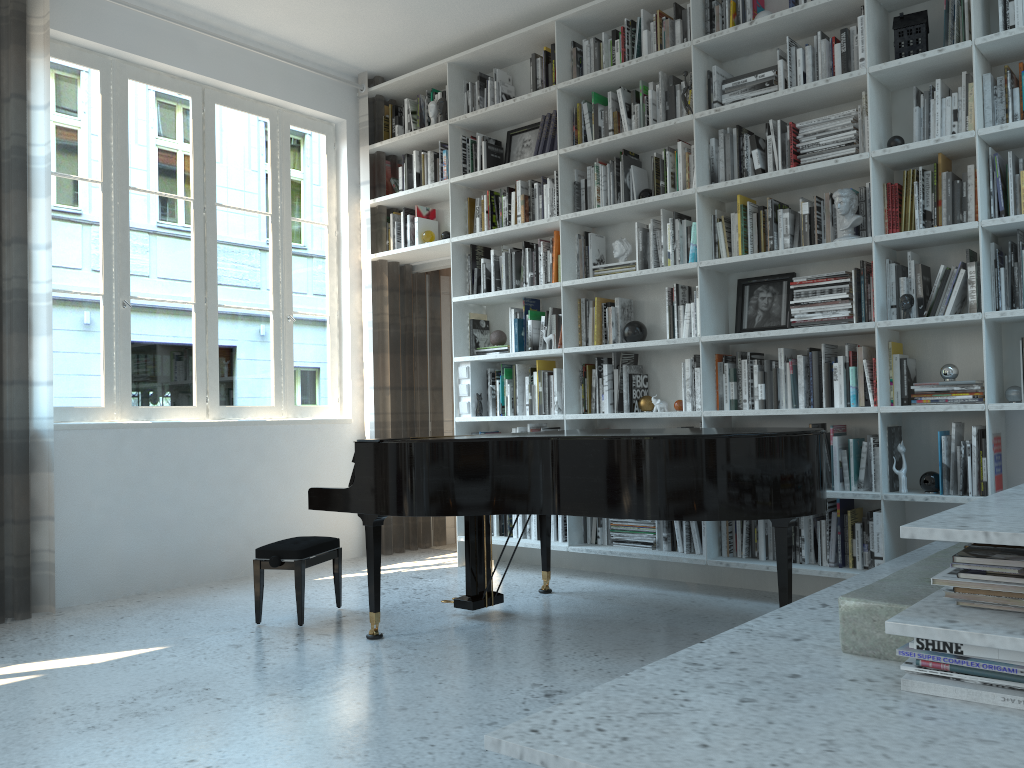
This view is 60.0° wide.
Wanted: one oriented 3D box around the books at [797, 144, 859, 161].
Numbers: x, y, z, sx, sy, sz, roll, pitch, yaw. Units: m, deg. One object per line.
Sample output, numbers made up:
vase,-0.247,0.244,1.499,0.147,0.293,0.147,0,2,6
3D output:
books,1.501,-1.070,4.146,0.285,0.012,0.159,-3,-3,37

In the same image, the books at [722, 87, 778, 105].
books,1.208,-1.408,4.395,0.285,0.012,0.159,-3,-3,37

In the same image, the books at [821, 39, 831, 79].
books,1.491,-1.469,4.137,0.023,0.223,0.190,-3,-2,40

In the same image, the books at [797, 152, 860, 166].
books,1.506,-1.033,4.149,0.285,0.012,0.159,-3,-3,41

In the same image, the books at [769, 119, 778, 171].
books,1.310,-1.125,4.307,0.049,0.291,0.162,-3,-2,40

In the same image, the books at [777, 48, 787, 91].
books,1.323,-1.475,4.292,0.012,0.254,0.161,-3,-2,40

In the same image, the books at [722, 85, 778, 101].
books,1.210,-1.420,4.398,0.285,0.012,0.159,-3,-3,38

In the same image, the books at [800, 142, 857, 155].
books,1.503,-1.082,4.148,0.254,0.012,0.161,-3,-3,42

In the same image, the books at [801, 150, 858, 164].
books,1.506,-1.046,4.150,0.254,0.012,0.161,-3,-3,40

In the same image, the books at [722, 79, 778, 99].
books,1.206,-1.438,4.392,0.159,0.024,0.285,1,-3,-45

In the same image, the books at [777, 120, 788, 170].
books,1.328,-1.116,4.273,0.021,0.269,0.191,-3,-2,40

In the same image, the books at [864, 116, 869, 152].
books,1.647,-1.098,4.025,0.030,0.198,0.172,-3,-2,40

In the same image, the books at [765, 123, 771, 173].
books,1.274,-1.120,4.343,0.022,0.285,0.130,-3,-2,40

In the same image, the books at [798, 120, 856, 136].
books,1.496,-1.179,4.146,0.161,0.012,0.254,1,-3,-45

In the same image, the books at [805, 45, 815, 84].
books,1.438,-1.464,4.194,0.028,0.219,0.183,-3,-2,40

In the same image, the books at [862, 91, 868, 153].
books,1.631,-1.157,4.042,0.012,0.319,0.140,-3,-2,40

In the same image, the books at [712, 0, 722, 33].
books,1.070,-1.814,4.523,0.023,0.228,0.157,-3,-2,40

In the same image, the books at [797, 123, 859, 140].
books,1.502,-1.167,4.152,0.285,0.012,0.159,-3,-3,39

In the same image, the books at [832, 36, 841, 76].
books,1.525,-1.474,4.117,0.012,0.230,0.158,-3,-2,40

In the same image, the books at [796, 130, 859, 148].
books,1.500,-1.130,4.148,0.285,0.012,0.159,-3,-3,43

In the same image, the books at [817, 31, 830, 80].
books,1.479,-1.491,4.159,0.023,0.269,0.185,-3,-2,40

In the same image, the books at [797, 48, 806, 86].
books,1.406,-1.461,4.218,0.027,0.216,0.190,-3,-2,40

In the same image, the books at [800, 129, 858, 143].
books,1.500,-1.142,4.148,0.254,0.012,0.161,-3,-3,37

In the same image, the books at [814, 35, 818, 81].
books,1.472,-1.492,4.192,0.029,0.273,0.140,-3,-2,40

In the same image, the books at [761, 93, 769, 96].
books,1.206,-1.384,4.392,0.161,0.012,0.254,1,-3,-45

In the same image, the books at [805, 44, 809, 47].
books,1.429,-1.475,4.215,0.012,0.244,0.131,-3,-2,40

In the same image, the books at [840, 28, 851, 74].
books,1.560,-1.486,4.081,0.032,0.248,0.173,-3,-2,40

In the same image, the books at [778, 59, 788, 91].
books,1.335,-1.442,4.276,0.025,0.187,0.193,-3,-2,40

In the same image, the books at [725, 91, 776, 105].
books,1.209,-1.396,4.395,0.254,0.012,0.161,-3,-3,37

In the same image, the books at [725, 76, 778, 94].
books,1.207,-1.462,4.394,0.254,0.025,0.161,-3,-3,36

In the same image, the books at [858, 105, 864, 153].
books,1.612,-1.124,4.037,0.012,0.254,0.161,-3,-2,40

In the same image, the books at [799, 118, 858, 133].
books,1.500,-1.193,4.151,0.254,0.012,0.161,-3,-3,42

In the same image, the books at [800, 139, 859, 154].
books,1.502,-1.094,4.148,0.254,0.012,0.161,-3,-3,38

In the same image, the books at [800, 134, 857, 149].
books,1.503,-1.118,4.151,0.254,0.012,0.161,-3,-3,41

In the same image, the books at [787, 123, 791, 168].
books,1.365,-1.106,4.251,0.015,0.245,0.183,-3,-2,40

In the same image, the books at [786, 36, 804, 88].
books,1.358,-1.493,4.241,0.011,0.284,0.190,-3,-2,40

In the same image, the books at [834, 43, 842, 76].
books,1.539,-1.454,4.100,0.029,0.188,0.176,-3,-2,40

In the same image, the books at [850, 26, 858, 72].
books,1.593,-1.493,4.074,0.029,0.261,0.133,-3,-2,40

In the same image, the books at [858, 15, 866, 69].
books,1.613,-1.486,3.966,0.037,0.237,0.272,-3,-2,40

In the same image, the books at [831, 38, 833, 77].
books,1.520,-1.474,4.129,0.010,0.230,0.152,-3,-2,40

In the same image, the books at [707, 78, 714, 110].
books,1.048,-1.433,4.513,0.027,0.201,0.167,-3,-2,40

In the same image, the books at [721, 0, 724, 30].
books,1.103,-1.873,4.496,0.014,0.341,0.145,-3,-2,40

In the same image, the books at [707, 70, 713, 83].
books,1.046,-1.459,4.542,0.012,0.254,0.161,-3,-2,40

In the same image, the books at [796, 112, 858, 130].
books,1.495,-1.217,4.147,0.285,0.012,0.159,-3,-3,35

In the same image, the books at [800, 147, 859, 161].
books,1.505,-1.058,4.149,0.254,0.012,0.161,-3,-3,39

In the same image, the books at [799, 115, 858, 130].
books,1.502,-1.205,4.155,0.254,0.012,0.161,-3,-3,40

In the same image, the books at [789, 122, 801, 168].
books,1.368,-1.108,4.233,0.013,0.247,0.176,-3,-2,40

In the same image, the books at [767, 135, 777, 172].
books,1.288,-1.087,4.322,0.024,0.216,0.148,-3,-2,40

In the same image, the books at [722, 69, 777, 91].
books,1.209,-1.487,4.398,0.285,0.024,0.159,-3,-3,42

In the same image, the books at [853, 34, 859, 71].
books,1.607,-1.465,4.043,0.029,0.202,0.191,-3,-2,40

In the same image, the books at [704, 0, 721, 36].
books,1.039,-1.826,4.524,0.026,0.253,0.185,-3,-2,40

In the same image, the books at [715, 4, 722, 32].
books,1.081,-1.799,4.497,0.026,0.194,0.166,-3,-2,40

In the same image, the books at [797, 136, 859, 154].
books,1.503,-1.106,4.151,0.285,0.012,0.159,-3,-3,41

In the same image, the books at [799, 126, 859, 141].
books,1.501,-1.155,4.150,0.254,0.012,0.161,-3,-3,42

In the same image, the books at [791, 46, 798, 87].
books,1.381,-1.470,4.242,0.021,0.237,0.171,-3,-2,40

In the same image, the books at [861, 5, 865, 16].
books,1.627,-1.532,4.039,0.012,0.334,0.155,-3,-2,40

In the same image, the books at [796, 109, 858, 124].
books,1.499,-1.229,4.152,0.285,0.012,0.159,-3,-3,42

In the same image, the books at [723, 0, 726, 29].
books,1.110,-1.851,4.483,0.010,0.296,0.153,-3,-2,40

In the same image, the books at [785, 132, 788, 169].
books,1.356,-1.090,4.270,0.024,0.216,0.132,-3,-2,40

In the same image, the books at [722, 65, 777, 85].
books,1.212,-1.511,4.403,0.285,0.024,0.159,-3,-3,40
